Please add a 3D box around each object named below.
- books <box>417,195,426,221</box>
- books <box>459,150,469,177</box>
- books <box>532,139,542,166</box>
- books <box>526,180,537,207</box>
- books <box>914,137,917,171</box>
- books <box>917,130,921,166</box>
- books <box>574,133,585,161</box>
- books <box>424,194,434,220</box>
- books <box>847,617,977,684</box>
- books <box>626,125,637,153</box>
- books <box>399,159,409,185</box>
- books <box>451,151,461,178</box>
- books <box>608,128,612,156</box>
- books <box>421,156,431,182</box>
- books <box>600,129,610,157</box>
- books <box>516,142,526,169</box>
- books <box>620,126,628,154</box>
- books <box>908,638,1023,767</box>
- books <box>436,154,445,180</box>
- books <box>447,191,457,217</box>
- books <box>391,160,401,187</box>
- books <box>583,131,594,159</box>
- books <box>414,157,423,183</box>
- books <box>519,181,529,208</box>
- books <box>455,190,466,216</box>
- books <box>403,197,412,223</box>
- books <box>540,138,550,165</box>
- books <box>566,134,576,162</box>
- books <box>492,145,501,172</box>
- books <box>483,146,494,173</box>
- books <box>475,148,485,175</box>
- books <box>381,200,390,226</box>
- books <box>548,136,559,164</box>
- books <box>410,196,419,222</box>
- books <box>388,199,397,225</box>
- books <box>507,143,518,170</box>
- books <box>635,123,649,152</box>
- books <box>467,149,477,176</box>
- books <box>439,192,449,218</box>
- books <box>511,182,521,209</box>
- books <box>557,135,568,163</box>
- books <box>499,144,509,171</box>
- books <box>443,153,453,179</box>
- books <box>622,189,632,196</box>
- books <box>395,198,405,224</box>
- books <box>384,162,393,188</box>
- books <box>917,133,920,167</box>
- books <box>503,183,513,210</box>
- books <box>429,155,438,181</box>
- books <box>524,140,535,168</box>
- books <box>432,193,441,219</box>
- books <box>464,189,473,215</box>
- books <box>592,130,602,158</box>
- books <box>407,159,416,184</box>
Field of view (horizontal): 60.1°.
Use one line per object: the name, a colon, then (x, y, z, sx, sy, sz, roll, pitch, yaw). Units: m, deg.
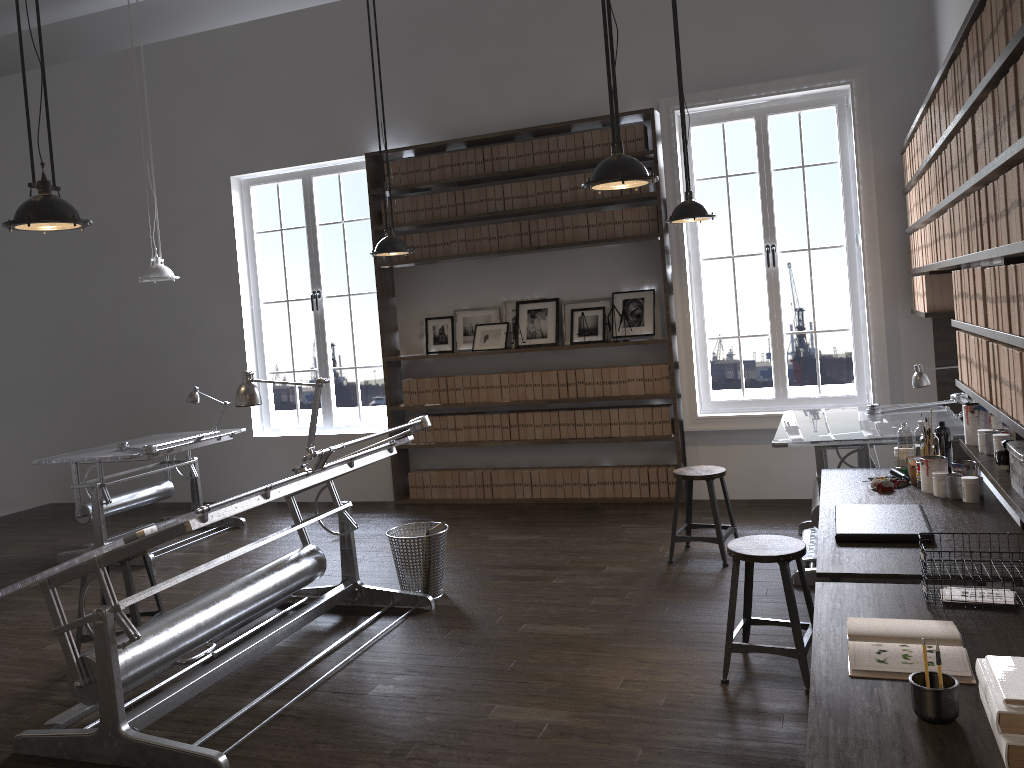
books: (-0.734, -1.479, 7.520, 0.067, 0.225, 0.175, -4, 3, 20)
books: (-0.371, -1.818, 7.376, 0.066, 0.225, 0.175, -4, 3, 20)
books: (0.232, -1.850, 7.154, 0.066, 0.225, 0.175, -4, 3, 20)
books: (0.184, -1.528, 7.185, 0.067, 0.225, 0.175, -4, 3, 20)
books: (2.475, -1.358, 5.223, 0.174, 0.225, 0.067, -4, 2, 20)
books: (2.381, -1.331, 4.972, 0.174, 0.225, 0.067, -4, 2, 20)
books: (0.558, -1.867, 7.036, 0.066, 0.225, 0.175, -4, 3, 20)
books: (-0.669, -1.484, 7.502, 0.066, 0.225, 0.175, -4, 3, 20)
books: (0.933, 0.617, 2.103, 0.256, 0.029, 0.356, -3, 5, 20)
books: (0.943, -1.888, 6.897, 0.066, 0.225, 0.175, -4, 3, 20)
books: (-0.887, -1.790, 7.561, 0.066, 0.225, 0.175, -4, 3, 20)
books: (-0.437, -1.814, 7.400, 0.066, 0.225, 0.175, -4, 3, 20)
books: (0.812, -1.880, 6.938, 0.067, 0.225, 0.175, -4, 3, 20)
books: (-0.691, -1.800, 7.488, 0.067, 0.225, 0.175, -4, 3, 20)
books: (0.751, -1.878, 6.965, 0.066, 0.225, 0.175, -4, 3, 20)
books: (0.097, -1.843, 7.206, 0.066, 0.225, 0.175, -4, 3, 20)
books: (0.877, -1.884, 6.921, 0.066, 0.225, 0.175, -4, 3, 20)
books: (0.961, 0.593, 1.669, 0.385, 0.147, 0.295, -3, 4, 20)
books: (-0.563, -1.807, 7.445, 0.066, 0.225, 0.175, -4, 3, 20)
books: (-0.469, -1.494, 7.430, 0.066, 0.225, 0.175, -4, 3, 20)
books: (-0.956, -1.786, 7.583, 0.066, 0.225, 0.175, -4, 3, 20)
books: (0.623, -1.870, 7.008, 0.067, 0.225, 0.175, -4, 3, 20)
books: (-0.756, -1.797, 7.515, 0.066, 0.225, 0.175, -4, 3, 20)
books: (0.123, -1.526, 7.212, 0.066, 0.225, 0.175, -4, 3, 20)
books: (-0.401, -1.497, 7.399, 0.067, 0.225, 0.175, -4, 3, 20)
books: (-0.855, -1.473, 7.567, 0.066, 0.225, 0.175, -4, 3, 20)
books: (0.290, -1.852, 7.128, 0.067, 0.225, 0.175, -4, 3, 20)
books: (0.493, -1.864, 7.062, 0.066, 0.225, 0.175, -4, 3, 20)
books: (-0.098, -1.832, 7.277, 0.066, 0.225, 0.175, -4, 3, 20)
books: (-0.169, -1.828, 7.297, 0.067, 0.225, 0.175, -4, 3, 20)
books: (-0.237, -1.825, 7.328, 0.066, 0.225, 0.175, -4, 3, 20)
books: (-1.052, -1.463, 7.643, 0.066, 0.225, 0.175, -4, 3, 20)
books: (0.357, -1.856, 7.104, 0.066, 0.225, 0.175, -4, 3, 20)
books: (-0.795, -1.477, 7.547, 0.066, 0.225, 0.175, -4, 3, 20)
books: (-0.988, -1.466, 7.618, 0.066, 0.225, 0.175, -4, 3, 20)
books: (0.031, -1.839, 7.226, 0.066, 0.225, 0.175, -4, 3, 20)
books: (1.008, -1.891, 6.868, 0.066, 0.225, 0.175, -4, 3, 20)
books: (-0.306, -1.821, 7.348, 0.066, 0.225, 0.175, -4, 3, 20)
books: (-0.537, -1.490, 7.450, 0.066, 0.225, 0.175, -4, 3, 20)
books: (0.064, -1.522, 7.232, 0.066, 0.225, 0.175, -4, 3, 20)
books: (0.427, -1.860, 7.082, 0.066, 0.225, 0.175, -4, 3, 20)
books: (-0.038, -1.835, 7.248, 0.066, 0.225, 0.175, -4, 3, 20)
books: (-0.502, -1.810, 7.417, 0.067, 0.225, 0.175, -4, 3, 20)
books: (0.903, -1.567, 6.923, 0.067, 0.225, 0.175, -4, 3, 20)
books: (-0.923, -1.470, 7.590, 0.067, 0.225, 0.175, -4, 3, 20)
books: (-1.024, -1.782, 7.607, 0.067, 0.225, 0.175, -4, 3, 20)
books: (2.404, -1.337, 5.031, 0.174, 0.225, 0.067, -4, 2, 20)
books: (-0.005, -1.519, 7.255, 0.067, 0.225, 0.175, -4, 3, 20)
books: (-0.623, -1.804, 7.465, 0.066, 0.225, 0.175, -4, 3, 20)
books: (0.162, -1.846, 7.181, 0.066, 0.225, 0.175, -4, 3, 20)
books: (-0.602, -1.487, 7.478, 0.066, 0.225, 0.175, -4, 3, 20)
books: (-0.329, -1.502, 7.379, 0.066, 0.225, 0.175, -4, 3, 20)
books: (0.691, -1.874, 6.985, 0.066, 0.225, 0.175, -4, 3, 20)
books: (-0.821, -1.794, 7.541, 0.066, 0.225, 0.175, -4, 3, 20)
